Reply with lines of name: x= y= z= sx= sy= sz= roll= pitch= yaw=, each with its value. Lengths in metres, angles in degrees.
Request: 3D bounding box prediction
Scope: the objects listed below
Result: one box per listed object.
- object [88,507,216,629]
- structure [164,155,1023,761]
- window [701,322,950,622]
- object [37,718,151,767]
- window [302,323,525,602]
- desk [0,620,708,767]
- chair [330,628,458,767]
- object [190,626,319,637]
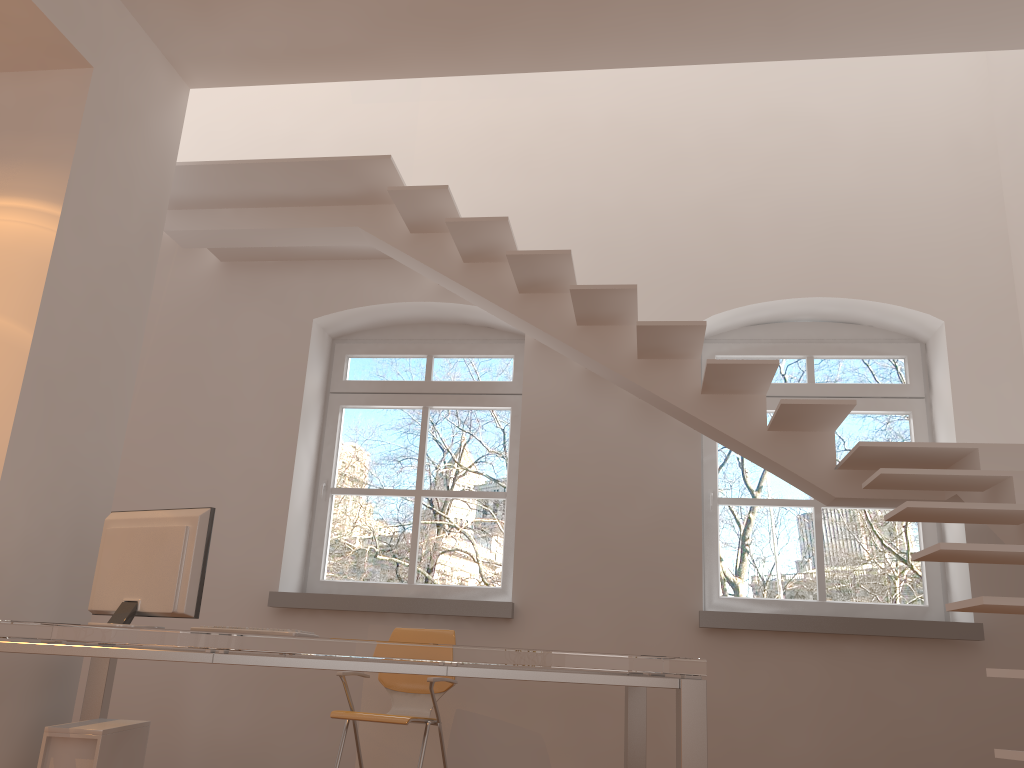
object: x=-1.316 y=0.639 z=3.103 sx=0.516 sy=0.418 sz=0.245 roll=-10 pitch=-22 yaw=37
structure: x=0.130 y=0.157 z=3.163 sx=4.630 sy=3.042 sz=3.450 roll=0 pitch=-17 yaw=9
window: x=1.714 y=0.457 z=5.027 sx=1.308 sy=1.737 sz=0.142 roll=0 pitch=-17 yaw=9
object: x=-1.526 y=1.456 z=3.214 sx=0.200 sy=0.422 sz=0.474 roll=3 pitch=-17 yaw=-1
window: x=-0.553 y=0.442 z=5.376 sx=1.308 sy=1.737 sz=0.142 roll=0 pitch=-17 yaw=9
desk: x=-0.571 y=1.275 z=3.048 sx=2.239 sy=0.750 sz=1.092 roll=3 pitch=-17 yaw=-1
chair: x=-0.525 y=1.515 z=3.972 sx=0.495 sy=0.829 sz=0.464 roll=-4 pitch=-19 yaw=23
object: x=-0.986 y=0.952 z=3.399 sx=0.467 sy=0.031 sz=0.200 roll=-3 pitch=-18 yaw=18
